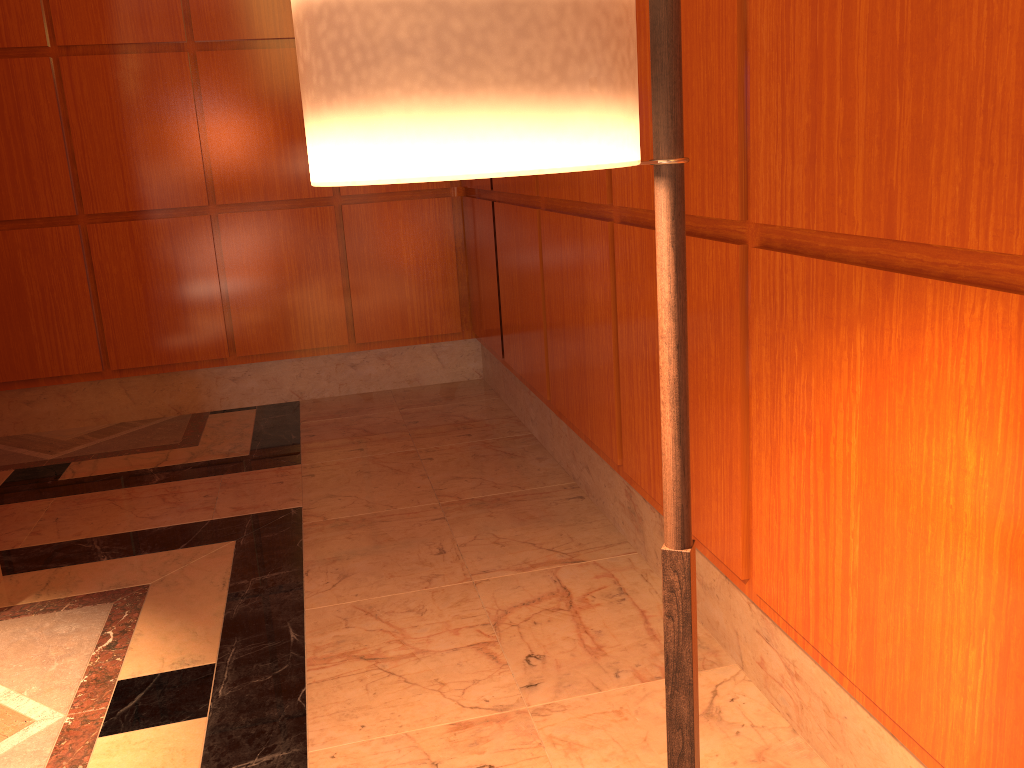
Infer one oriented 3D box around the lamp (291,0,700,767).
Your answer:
[{"bbox_3d":[0.105,0.191,0.932,0.528,1.647,0.362,-9,14,-22],"label":"lamp"}]
